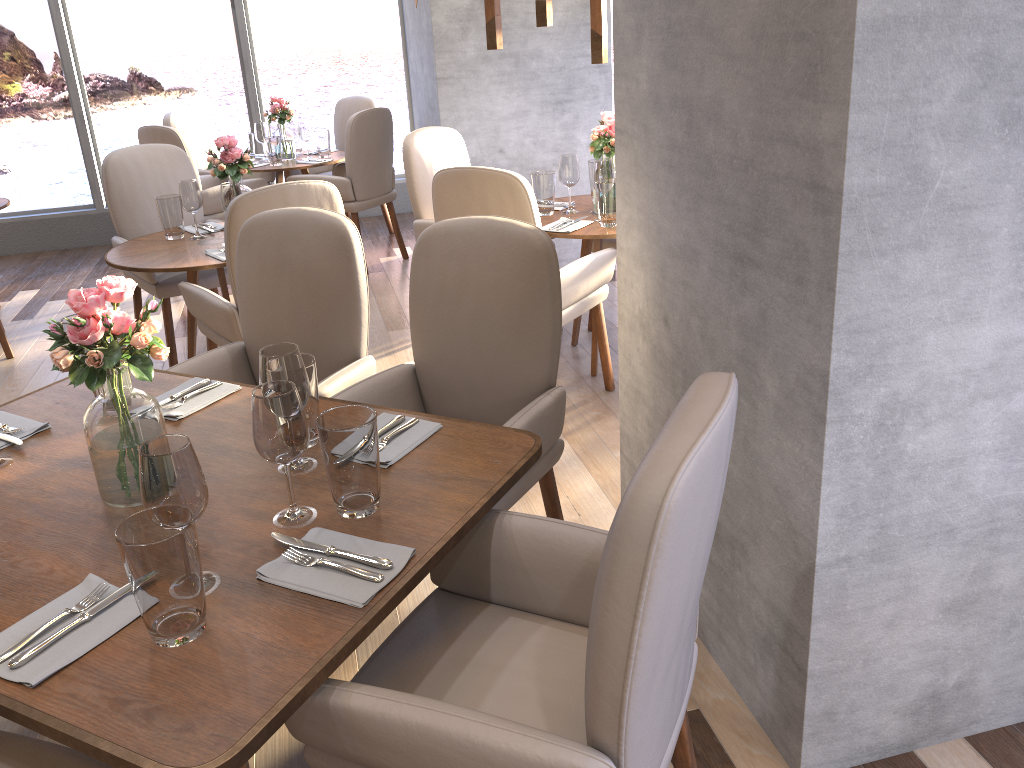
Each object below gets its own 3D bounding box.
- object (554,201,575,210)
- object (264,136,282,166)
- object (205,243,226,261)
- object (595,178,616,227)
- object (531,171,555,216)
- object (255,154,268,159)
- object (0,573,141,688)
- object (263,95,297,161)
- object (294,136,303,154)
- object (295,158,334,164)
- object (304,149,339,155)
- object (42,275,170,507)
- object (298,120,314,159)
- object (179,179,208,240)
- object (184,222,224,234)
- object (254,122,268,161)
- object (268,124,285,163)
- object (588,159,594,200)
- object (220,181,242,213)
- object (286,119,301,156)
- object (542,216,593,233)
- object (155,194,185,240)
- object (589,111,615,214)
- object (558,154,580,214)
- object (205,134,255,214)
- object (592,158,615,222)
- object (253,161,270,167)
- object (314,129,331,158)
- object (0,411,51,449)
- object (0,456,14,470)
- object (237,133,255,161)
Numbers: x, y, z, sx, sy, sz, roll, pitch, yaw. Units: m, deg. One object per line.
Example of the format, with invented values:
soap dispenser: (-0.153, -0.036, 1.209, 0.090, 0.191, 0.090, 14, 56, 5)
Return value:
object: (0.178, -0.798, 3.940, 0.255, 0.019, 0.159, 10, 26, 29)
object: (-1.518, -1.484, 5.654, 0.103, 0.176, 0.103, -21, 27, -37)
object: (-1.101, -0.523, 3.466, 0.158, 0.019, 0.256, -20, 27, -34)
object: (0.380, -0.713, 3.494, 0.102, 0.176, 0.103, -7, 22, -9)
object: (0.136, -0.807, 3.761, 0.102, 0.176, 0.103, -17, 25, -30)
object: (-1.711, -1.575, 6.110, 0.256, 0.019, 0.158, 13, 28, 35)
object: (-0.637, 0.339, 1.296, 0.158, 0.019, 0.257, 9, 26, 28)
object: (-1.520, -1.698, 5.865, 0.210, 0.411, 0.200, 6, 23, 23)
object: (-1.503, -1.689, 6.147, 0.102, 0.176, 0.103, -4, 21, -2)
object: (-1.297, -1.452, 5.749, 0.256, 0.019, 0.159, 13, 27, 34)
object: (-1.337, -1.609, 6.137, 0.158, 0.019, 0.257, 10, 26, 29)
object: (-0.703, 0.013, 1.593, 0.211, 0.411, 0.199, -18, 25, -33)
object: (-1.360, -1.613, 5.856, 0.092, 0.242, 0.093, 3, 22, 16)
object: (-1.337, -0.732, 3.716, 0.092, 0.242, 0.093, -11, 22, -18)
object: (-1.347, -0.691, 3.911, 0.158, 0.019, 0.256, -20, 28, -35)
object: (-1.665, -1.621, 5.922, 0.092, 0.242, 0.093, -16, 25, -30)
object: (-1.529, -1.556, 5.745, 0.092, 0.242, 0.093, -16, 24, -29)
object: (0.395, -0.913, 3.978, 0.102, 0.176, 0.103, 6, 23, 24)
object: (-1.120, -0.690, 3.581, 0.092, 0.242, 0.093, 10, 25, 30)
object: (-1.493, -1.678, 6.034, 0.092, 0.242, 0.093, -7, 21, -10)
object: (0.224, -0.647, 3.566, 0.158, 0.019, 0.257, 11, 26, 31)
object: (-1.441, -0.705, 3.754, 0.102, 0.176, 0.103, -17, 25, -30)
object: (0.411, -0.923, 3.693, 0.198, 0.411, 0.212, -4, 21, 0)
object: (0.243, -0.848, 3.758, 0.093, 0.242, 0.093, -20, 26, -36)
object: (-1.166, -0.835, 3.720, 0.198, 0.411, 0.212, 10, 25, 32)
object: (0.370, -0.784, 3.584, 0.092, 0.242, 0.093, 11, 26, 34)
object: (-1.674, -1.418, 5.725, 0.158, 0.019, 0.257, 10, 26, 30)
object: (-1.249, -1.589, 5.867, 0.102, 0.176, 0.103, 1, 22, 12)
object: (-1.129, 0.103, 1.944, 0.255, 0.019, 0.159, 10, 26, 30)
object: (-1.065, 0.053, 1.762, 0.092, 0.242, 0.093, -7, 21, -10)
object: (-1.772, -1.585, 5.937, 0.102, 0.176, 0.103, -2, 21, 4)
